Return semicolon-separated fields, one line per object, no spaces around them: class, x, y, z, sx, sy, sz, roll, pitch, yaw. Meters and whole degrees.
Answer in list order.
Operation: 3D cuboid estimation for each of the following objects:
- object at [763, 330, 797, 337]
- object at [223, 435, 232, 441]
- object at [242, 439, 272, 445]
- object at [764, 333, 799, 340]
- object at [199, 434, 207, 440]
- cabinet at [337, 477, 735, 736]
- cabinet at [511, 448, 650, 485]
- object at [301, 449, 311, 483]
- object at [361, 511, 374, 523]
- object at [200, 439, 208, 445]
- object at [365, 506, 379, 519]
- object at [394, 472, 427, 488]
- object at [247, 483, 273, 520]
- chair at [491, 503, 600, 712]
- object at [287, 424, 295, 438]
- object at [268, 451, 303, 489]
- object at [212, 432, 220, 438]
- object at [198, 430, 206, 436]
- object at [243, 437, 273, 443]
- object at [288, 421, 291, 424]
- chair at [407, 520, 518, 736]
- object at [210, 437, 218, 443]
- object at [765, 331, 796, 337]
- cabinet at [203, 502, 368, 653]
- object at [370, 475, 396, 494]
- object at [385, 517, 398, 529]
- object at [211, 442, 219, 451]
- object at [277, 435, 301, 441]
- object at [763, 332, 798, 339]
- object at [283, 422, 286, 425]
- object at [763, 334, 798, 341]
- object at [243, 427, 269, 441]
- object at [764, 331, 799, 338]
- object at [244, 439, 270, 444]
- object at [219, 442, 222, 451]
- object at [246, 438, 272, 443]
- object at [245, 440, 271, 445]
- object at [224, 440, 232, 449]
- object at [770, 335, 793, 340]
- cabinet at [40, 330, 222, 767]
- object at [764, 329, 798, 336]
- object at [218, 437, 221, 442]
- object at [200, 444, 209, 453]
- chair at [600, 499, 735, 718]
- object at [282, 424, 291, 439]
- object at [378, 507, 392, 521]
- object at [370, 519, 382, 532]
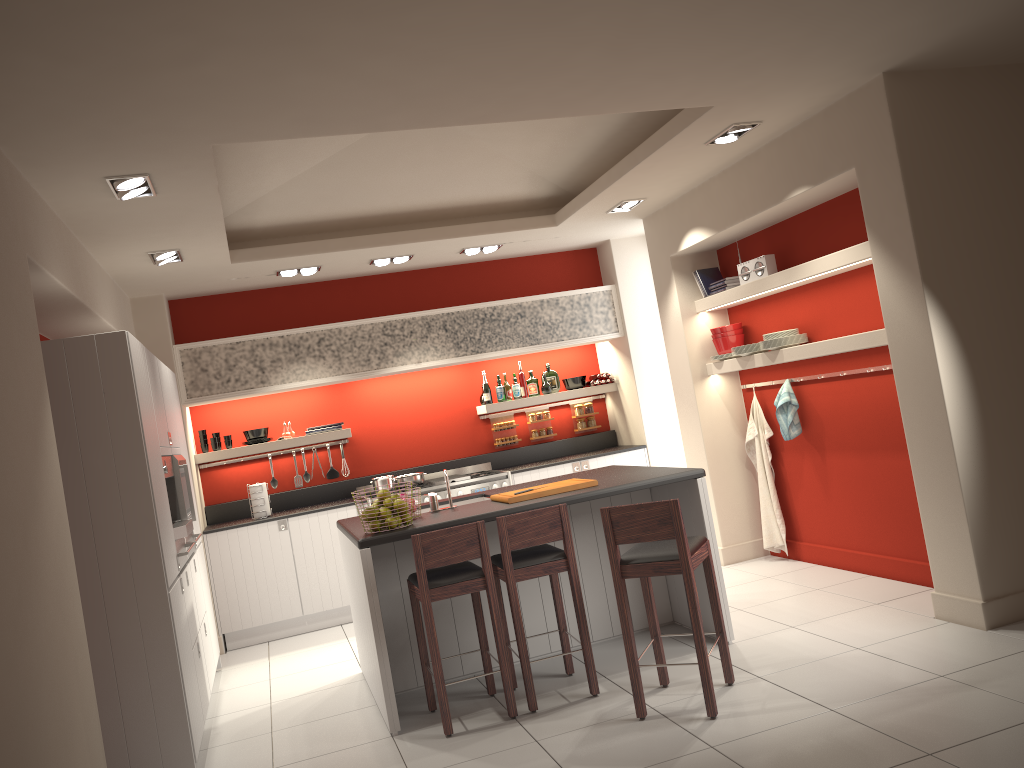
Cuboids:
object;1.963;-0.364;6.477;0.255;0.015;0.255;-9;-2;-35
object;-2.546;0.500;7.951;0.070;0.076;0.070;-8;-2;-45
object;-2.319;0.535;8.094;0.280;0.016;0.280;-9;-2;-17
object;1.967;-0.340;6.477;0.255;0.015;0.255;-9;-2;-35
object;-2.781;0.498;7.996;0.070;0.076;0.070;-8;-2;-45
cabinet;0.063;1.255;5.572;2.035;1.011;1.422;-9;-2;-16
cabinet;0.624;1.225;8.535;1.361;0.993;0.687;-9;-2;-16
object;-1.938;0.766;8.303;0.067;0.323;0.022;-9;-2;-18
object;-0.792;0.726;4.872;0.076;0.077;0.076;-11;-2;38
object;-2.774;0.541;7.994;0.070;0.076;0.070;-8;-2;-45
object;-0.761;0.697;4.817;0.077;0.068;0.076;-9;-2;-23
object;-0.964;0.901;8.282;0.309;0.105;0.309;-10;-2;11
object;-2.181;1.004;7.651;0.163;0.304;0.168;-10;-2;13
chair;0.136;1.177;4.857;0.383;1.008;0.474;-9;-2;-14
object;-2.049;0.434;8.197;0.077;0.134;0.076;-9;-2;-33
object;-2.114;0.810;8.247;0.287;0.351;0.022;-9;-2;-15
object;-2.676;0.480;8.027;0.070;0.076;0.070;-8;-2;-45
object;-2.789;0.454;7.997;0.070;0.076;0.070;-8;-2;-45
object;-2.322;0.520;8.095;0.280;0.016;0.280;-9;-2;-17
object;-2.061;0.361;8.201;0.026;0.032;0.023;-9;-2;-34
chair;-0.301;1.249;4.728;0.383;1.008;0.474;-9;-2;-16
object;-2.639;0.514;7.872;0.070;0.076;0.070;-8;-2;-45
object;1.964;-0.359;6.477;0.255;0.015;0.255;-9;-2;-35
cabinet;-1.902;1.644;7.788;1.361;0.993;0.687;-9;-2;-16
object;-1.141;0.902;7.895;0.201;0.148;0.201;-9;-2;-24
object;-0.655;0.754;4.805;0.068;0.068;0.068;-10;-2;-5
object;-2.631;0.557;7.870;0.070;0.076;0.070;-8;-2;-45
object;-2.049;0.490;8.151;0.160;0.027;0.183;-10;-2;12
object;1.966;-0.349;6.477;0.255;0.015;0.255;-9;-2;-35
object;-2.081;0.361;8.112;0.024;0.031;0.023;-11;-2;25
object;1.968;-0.335;6.477;0.255;0.015;0.255;-9;-2;-35
object;-2.331;0.469;8.097;0.232;0.108;0.233;-11;-2;25
object;1.965;-0.354;6.477;0.255;0.015;0.255;-9;-2;-35
object;-2.320;0.530;8.095;0.280;0.016;0.280;-9;-2;-17
object;-2.661;0.567;8.024;0.070;0.076;0.070;-8;-2;-45
object;-2.321;0.525;8.095;0.280;0.016;0.280;-9;-2;-17
object;-2.319;0.541;8.094;0.280;0.016;0.280;-9;-2;-17
object;-2.538;0.543;7.950;0.070;0.076;0.070;-8;-2;-45
object;1.969;-0.330;6.476;0.255;0.015;0.255;-9;-2;-35
cabinet;-2.371;0.994;5.426;0.717;2.250;2.556;-9;-2;-16
object;1.962;-0.368;6.478;0.255;0.015;0.255;-9;-2;-35
object;-2.668;0.524;8.025;0.070;0.076;0.070;-8;-2;-45
object;-2.766;0.584;7.993;0.070;0.076;0.070;-8;-2;-45
chair;0.776;1.052;4.378;0.383;1.008;0.474;-11;-2;24
object;-2.067;0.435;8.110;0.076;0.131;0.076;-11;-2;26
object;-0.696;0.709;4.849;0.076;0.077;0.076;-11;-2;38
object;-0.740;0.769;4.823;0.068;0.068;0.068;-10;-2;-5
